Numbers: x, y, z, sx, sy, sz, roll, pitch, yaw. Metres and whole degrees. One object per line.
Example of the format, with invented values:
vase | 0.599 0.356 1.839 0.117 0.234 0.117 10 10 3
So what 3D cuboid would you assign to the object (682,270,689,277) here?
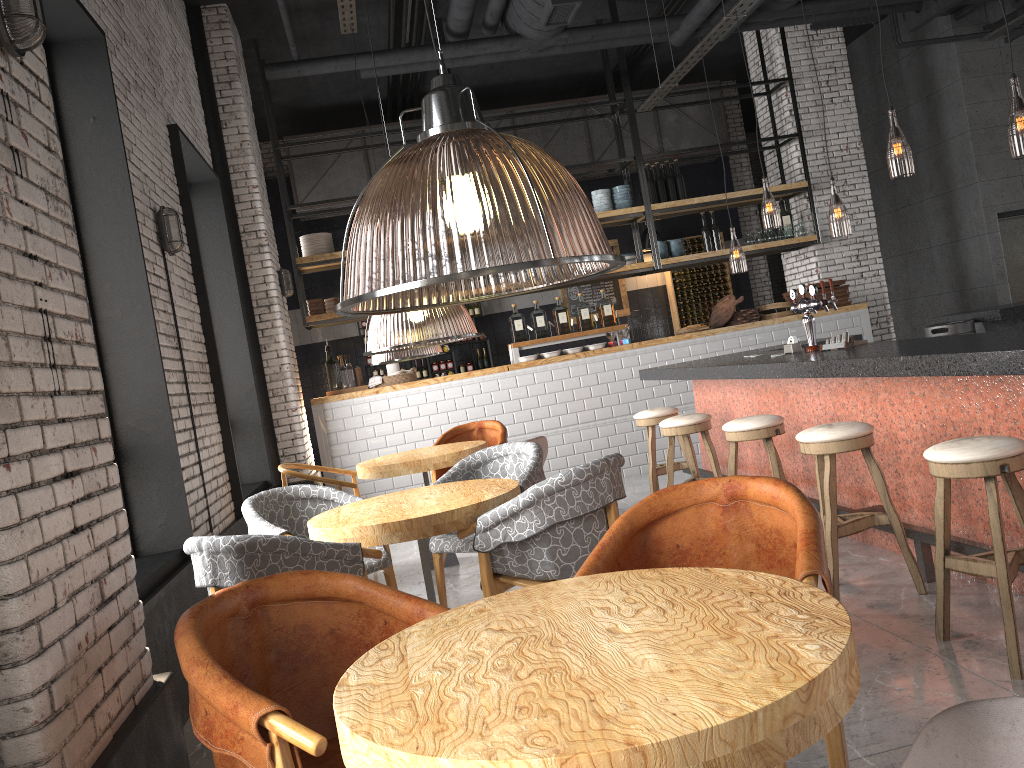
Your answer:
object | 2.523 -1.611 12.897 0.079 0.079 0.283 -10 1 -8

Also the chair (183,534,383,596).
chair | -0.893 0.976 3.369 0.680 0.929 0.645 -9 1 36

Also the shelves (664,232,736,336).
shelves | 2.797 -1.083 12.976 0.890 2.148 0.251 -10 0 -8

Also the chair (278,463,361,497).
chair | -1.326 0.981 6.277 0.644 0.921 0.612 -10 1 -1

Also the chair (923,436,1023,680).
chair | 1.718 0.595 3.248 0.481 0.805 0.438 -10 1 -29

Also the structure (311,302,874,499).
structure | 0.907 0.309 9.628 5.803 1.346 1.510 -10 1 -8

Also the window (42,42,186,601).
window | -1.951 -0.402 3.710 0.365 2.696 1.534 -10 1 -8

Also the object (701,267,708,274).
object | 2.801 -1.660 12.923 0.079 0.079 0.283 -10 1 -8

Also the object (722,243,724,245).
object | 3.026 -2.020 12.940 0.079 0.079 0.283 -10 1 -8

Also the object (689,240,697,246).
object | 2.637 -2.058 12.907 0.079 0.079 0.283 -10 1 -8

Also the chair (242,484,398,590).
chair | -0.957 0.962 4.368 0.643 0.929 0.682 -9 1 36

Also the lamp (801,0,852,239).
lamp | 1.624 -1.572 4.725 0.108 1.599 0.108 -10 0 -27

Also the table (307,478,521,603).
table | -0.358 0.914 3.898 0.930 0.809 0.934 -9 1 39

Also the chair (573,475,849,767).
chair | 0.591 0.744 2.332 0.680 0.929 0.645 -9 1 29

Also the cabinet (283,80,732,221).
cabinet | 0.069 -2.756 11.953 5.866 1.768 0.682 -10 0 -8

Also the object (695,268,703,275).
object | 2.712 -1.643 12.890 0.079 0.079 0.283 -10 1 -8

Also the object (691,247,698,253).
object | 2.653 -1.954 12.923 0.079 0.079 0.283 -10 1 -8

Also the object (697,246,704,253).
object | 2.745 -1.970 12.937 0.079 0.079 0.283 -10 1 -8

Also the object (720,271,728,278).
object | 3.095 -1.605 12.965 0.079 0.079 0.283 -10 1 -8

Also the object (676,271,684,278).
object | 2.436 -1.594 12.849 0.079 0.079 0.283 -10 1 -8

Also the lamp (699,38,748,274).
lamp | 1.392 -1.533 5.946 0.108 1.599 0.108 -10 0 24

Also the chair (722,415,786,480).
chair | 1.368 0.582 4.968 0.438 0.805 0.481 -10 1 31

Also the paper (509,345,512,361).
paper | -0.014 -0.325 9.276 0.012 0.164 0.108 -10 1 -8

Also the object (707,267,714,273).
object | 2.890 -1.676 12.956 0.079 0.079 0.283 -10 1 -8

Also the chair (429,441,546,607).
chair | -0.028 0.794 4.577 0.680 0.929 0.645 -9 1 36

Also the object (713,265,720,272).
object | 2.983 -1.692 12.966 0.079 0.079 0.283 -10 1 -8

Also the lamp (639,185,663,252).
lamp | 1.947 -2.405 12.771 0.390 0.937 0.390 -10 0 -6

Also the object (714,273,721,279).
object | 3.001 -1.589 12.967 0.079 0.079 0.283 -10 1 -8

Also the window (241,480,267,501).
window | -2.414 -0.402 6.879 0.365 2.696 1.534 -10 1 -8

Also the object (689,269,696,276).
object | 2.617 -1.627 12.895 0.079 0.079 0.283 -10 1 -8

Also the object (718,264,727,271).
object | 3.078 -1.709 12.955 0.079 0.079 0.283 -10 1 -8

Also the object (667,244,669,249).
object | 2.272 -1.992 12.833 0.079 0.079 0.283 -10 1 -8

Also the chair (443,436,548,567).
chair | -0.083 0.805 5.875 0.801 0.850 0.772 -9 1 41

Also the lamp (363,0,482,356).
lamp | -0.605 -1.357 3.971 0.536 2.405 0.537 -10 0 34

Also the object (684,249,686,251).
object | 2.474 -1.921 12.861 0.079 0.079 0.283 -10 1 -8

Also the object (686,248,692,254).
object | 2.563 -1.938 12.894 0.079 0.079 0.283 -10 1 -8

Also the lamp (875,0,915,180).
lamp | 1.638 -1.729 4.025 0.108 1.599 0.108 -10 0 24

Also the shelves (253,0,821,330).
shelves | 0.348 -2.581 9.679 5.680 3.066 0.597 -10 0 -8

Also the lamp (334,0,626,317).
lamp | -0.263 -1.357 1.627 0.536 2.405 0.537 -10 0 34

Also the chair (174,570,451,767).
chair | -0.413 0.925 2.087 0.643 0.929 0.682 -9 1 34

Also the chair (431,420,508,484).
chair | -0.241 0.771 6.965 0.680 0.929 0.644 -10 1 14

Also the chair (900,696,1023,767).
chair | 0.696 0.787 1.224 0.801 0.850 0.772 -9 1 41

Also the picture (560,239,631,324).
picture | 1.169 -1.486 12.966 0.981 1.142 0.020 -10 0 -8

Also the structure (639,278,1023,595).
structure | 3.640 -0.148 4.885 4.312 1.533 5.875 -10 1 -8

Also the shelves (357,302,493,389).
shelves | -1.199 -0.481 12.427 1.762 1.482 0.157 -10 0 -8

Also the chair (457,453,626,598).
chair | 0.242 0.773 3.592 0.643 0.929 0.682 -9 1 36

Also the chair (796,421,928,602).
chair | 1.482 0.586 4.018 0.439 0.805 0.480 -10 1 -34

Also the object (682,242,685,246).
object | 2.453 -2.025 12.879 0.079 0.079 0.283 -10 1 -8

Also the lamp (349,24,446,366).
lamp | -0.941 -1.356 6.263 0.536 2.405 0.537 -10 0 34

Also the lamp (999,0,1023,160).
lamp | 1.867 -1.601 3.428 0.108 1.461 0.108 -10 0 -37

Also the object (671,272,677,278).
object | 2.341 -1.578 12.854 0.079 0.079 0.283 -10 1 -8

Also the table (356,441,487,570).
table | -0.572 0.890 6.296 0.930 0.809 0.934 -9 1 34

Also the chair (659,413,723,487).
chair | 1.199 0.593 5.689 0.481 0.805 0.438 -10 1 -34

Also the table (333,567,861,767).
table | 0.206 0.873 1.645 0.930 0.809 0.934 -9 1 39

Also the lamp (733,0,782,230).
lamp | 1.443 -1.729 5.361 0.108 1.599 0.108 -10 0 24

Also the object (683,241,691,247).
object | 2.542 -2.041 12.913 0.079 0.079 0.283 -10 1 -8

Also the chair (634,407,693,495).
chair | 1.100 0.586 6.643 0.439 0.805 0.480 -10 1 -39
